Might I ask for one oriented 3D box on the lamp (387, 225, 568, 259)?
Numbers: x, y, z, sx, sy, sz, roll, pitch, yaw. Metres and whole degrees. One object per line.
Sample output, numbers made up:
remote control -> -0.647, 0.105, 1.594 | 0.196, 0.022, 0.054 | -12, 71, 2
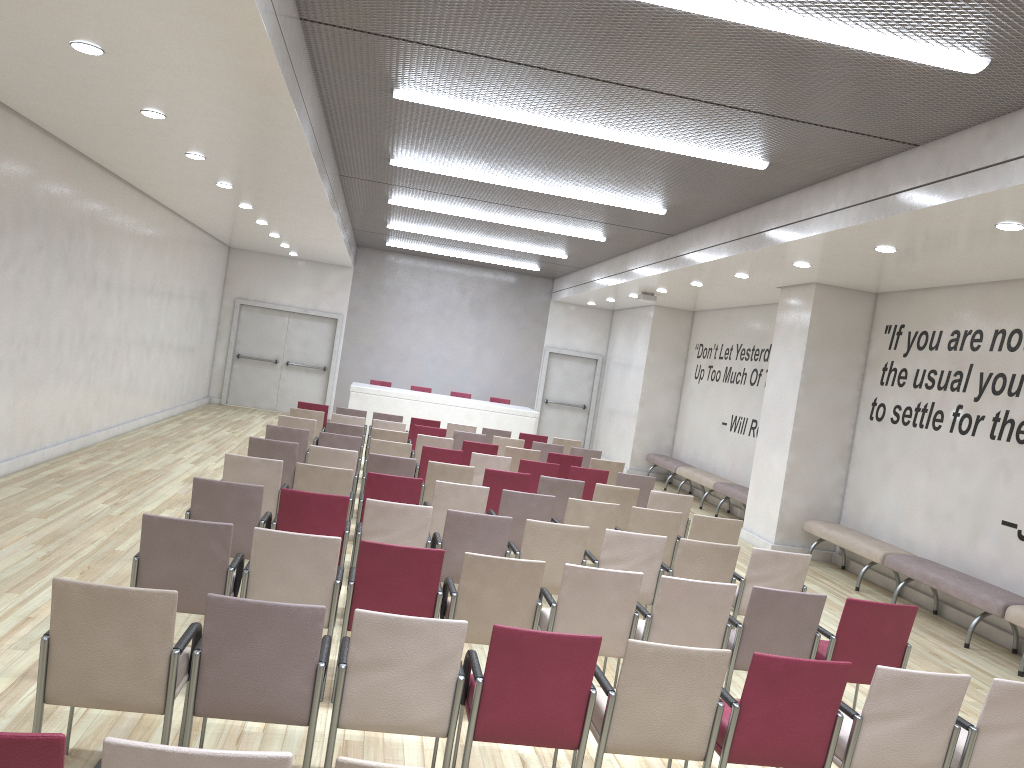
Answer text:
lamp -> -0.612, -2.564, 16.039 | 3.304, 0.045, 0.198 | 8, 1, -9

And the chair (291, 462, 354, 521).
chair -> -1.587, 1.075, 7.309 | 0.513, 0.890, 0.640 | 8, 1, -9

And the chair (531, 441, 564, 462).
chair -> 0.400, 1.250, 12.585 | 0.513, 0.890, 0.640 | 8, 1, -8

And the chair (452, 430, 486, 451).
chair -> -0.676, 1.089, 12.420 | 0.513, 0.890, 0.640 | 8, 1, -8

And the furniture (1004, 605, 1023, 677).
furniture -> 4.559, 2.198, 6.757 | 0.530, 0.550, 1.833 | 8, 1, -9

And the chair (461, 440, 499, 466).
chair -> -0.493, 1.147, 11.204 | 0.513, 0.890, 0.640 | 8, 1, -10

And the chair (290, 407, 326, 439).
chair -> -2.832, 0.767, 12.098 | 0.513, 0.890, 0.640 | 8, 1, -9

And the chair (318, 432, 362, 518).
chair -> -1.932, 0.962, 9.744 | 0.513, 0.890, 0.640 | 8, 1, -9

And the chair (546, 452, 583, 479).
chair -> 0.564, 1.304, 11.378 | 0.513, 0.890, 0.640 | 8, 1, -9

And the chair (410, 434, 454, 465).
chair -> -1.037, 1.066, 11.120 | 0.513, 0.890, 0.640 | 8, 1, -8

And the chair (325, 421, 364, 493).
chair -> -2.114, 0.905, 10.954 | 0.513, 0.890, 0.640 | 8, 1, -9

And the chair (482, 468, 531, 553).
chair -> -0.147, 1.259, 8.788 | 0.513, 0.890, 0.640 | 8, 1, -9

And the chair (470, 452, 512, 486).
chair -> -0.328, 1.202, 9.994 | 0.513, 0.890, 0.640 | 8, 1, -9

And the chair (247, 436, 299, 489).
chair -> -2.292, 0.939, 8.453 | 0.513, 0.890, 0.640 | 8, 1, -8

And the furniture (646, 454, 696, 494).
furniture -> 3.038, 1.714, 17.073 | 0.530, 0.550, 1.833 | 8, 1, -9

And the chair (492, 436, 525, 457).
chair -> -0.148, 1.168, 12.514 | 0.513, 0.890, 0.640 | 8, 1, -9

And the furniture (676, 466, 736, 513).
furniture -> 3.309, 1.800, 15.237 | 0.530, 0.550, 1.833 | 8, 1, -9

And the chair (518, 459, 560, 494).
chair -> 0.205, 1.282, 10.068 | 0.513, 0.890, 0.640 | 8, 1, -8

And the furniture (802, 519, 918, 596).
furniture -> 4.018, 2.026, 10.427 | 0.530, 0.550, 1.833 | 8, 1, -9

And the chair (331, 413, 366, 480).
chair -> -2.292, 0.848, 12.171 | 0.513, 0.890, 0.640 | 8, 1, -9

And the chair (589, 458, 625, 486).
chair -> 1.101, 1.385, 11.459 | 0.513, 0.890, 0.640 | 8, 1, -9

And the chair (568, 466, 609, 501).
chair -> 0.760, 1.364, 10.164 | 0.513, 0.890, 0.640 | 8, 1, -9

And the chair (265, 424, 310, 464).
chair -> -2.476, 0.881, 9.666 | 0.513, 0.890, 0.640 | 8, 1, -9

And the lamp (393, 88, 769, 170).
lamp -> 0.627, -2.170, 7.630 | 3.304, 0.045, 0.198 | 8, 1, -9

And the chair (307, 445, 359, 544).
chair -> -1.756, 1.019, 8.521 | 0.513, 0.890, 0.640 | 8, 1, -8

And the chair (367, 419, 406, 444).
chair -> -1.761, 0.927, 12.265 | 0.513, 0.890, 0.640 | 8, 1, -9

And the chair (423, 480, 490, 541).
chair -> -0.510, 1.235, 7.486 | 0.513, 0.890, 0.640 | 8, 1, -9

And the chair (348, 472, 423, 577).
chair -> -1.041, 1.156, 7.392 | 0.513, 0.890, 0.640 | 8, 1, -9

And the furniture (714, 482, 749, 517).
furniture -> 3.579, 1.886, 13.404 | 0.530, 0.550, 1.833 | 8, 1, -9

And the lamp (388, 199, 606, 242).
lamp -> -0.203, -2.434, 13.265 | 3.304, 0.045, 0.198 | 8, 1, -9

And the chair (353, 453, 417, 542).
chair -> -1.219, 1.099, 8.605 | 0.513, 0.890, 0.640 | 8, 1, -8

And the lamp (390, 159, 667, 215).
lamp -> 0.216, -2.301, 10.417 | 3.304, 0.045, 0.198 | 8, 1, -9

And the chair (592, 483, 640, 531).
chair -> 0.923, 1.419, 8.939 | 0.513, 0.890, 0.640 | 8, 1, -9

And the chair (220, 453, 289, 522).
chair -> -2.119, 0.995, 7.229 | 0.513, 0.890, 0.640 | 8, 1, -8

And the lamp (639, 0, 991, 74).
lamp -> 1.044, -2.037, 4.800 | 3.304, 0.045, 0.198 | 8, 1, -9

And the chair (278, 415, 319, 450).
chair -> -2.658, 0.824, 10.869 | 0.513, 0.890, 0.640 | 9, 1, -8

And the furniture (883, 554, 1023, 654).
furniture -> 4.289, 2.112, 8.590 | 0.530, 0.550, 1.833 | 8, 1, -9

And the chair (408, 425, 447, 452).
chair -> -1.214, 1.009, 12.353 | 0.513, 0.890, 0.640 | 8, 1, -9

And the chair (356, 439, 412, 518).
chair -> -1.402, 1.042, 9.827 | 0.513, 0.890, 0.640 | 8, 1, -9

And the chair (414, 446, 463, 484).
chair -> -0.858, 1.122, 9.921 | 0.513, 0.890, 0.640 | 8, 1, -9

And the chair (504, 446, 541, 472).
chair -> 0.030, 1.225, 11.295 | 0.513, 0.890, 0.640 | 8, 1, -9

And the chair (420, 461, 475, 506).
chair -> -0.676, 1.181, 8.686 | 0.513, 0.890, 0.640 | 8, 1, -8

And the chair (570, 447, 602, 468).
chair -> 0.937, 1.330, 12.665 | 0.513, 0.890, 0.640 | 8, 1, -8

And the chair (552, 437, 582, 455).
chair -> 0.745, 1.271, 13.880 | 0.513, 0.890, 0.640 | 8, 1, -8

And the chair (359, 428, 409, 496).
chair -> -1.586, 0.984, 11.047 | 0.513, 0.890, 0.640 | 8, 1, -10

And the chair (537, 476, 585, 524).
chair -> 0.382, 1.338, 8.864 | 0.513, 0.890, 0.640 | 8, 1, -9

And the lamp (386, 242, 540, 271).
lamp -> -1.028, -2.697, 18.857 | 3.304, 0.045, 0.198 | 8, 1, -9
